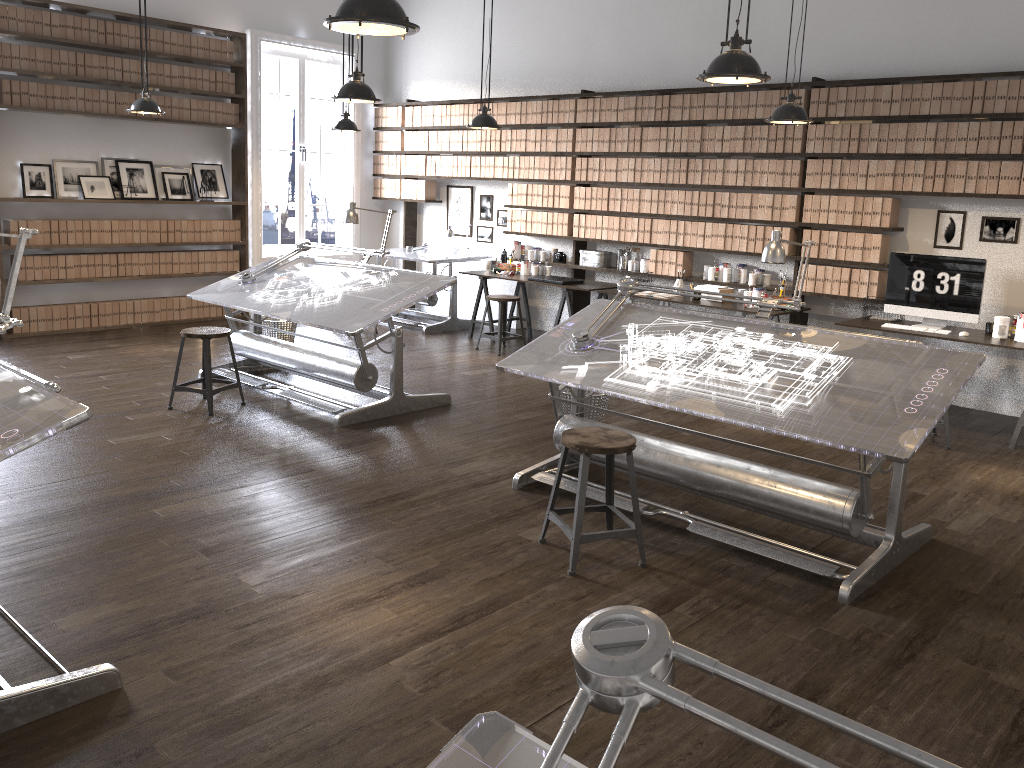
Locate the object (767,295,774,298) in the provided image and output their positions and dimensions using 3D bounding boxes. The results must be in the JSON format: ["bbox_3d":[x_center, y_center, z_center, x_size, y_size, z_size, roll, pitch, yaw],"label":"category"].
[{"bbox_3d":[2.104,-0.679,7.205,0.059,0.088,0.060,-7,14,-42],"label":"object"}]

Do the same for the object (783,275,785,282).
[{"bbox_3d":[2.167,-0.786,7.083,0.021,0.178,0.006,-3,11,-28],"label":"object"}]

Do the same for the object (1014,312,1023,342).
[{"bbox_3d":[3.407,-0.367,5.841,0.144,0.194,0.146,5,11,14],"label":"object"}]

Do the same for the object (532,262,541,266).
[{"bbox_3d":[0.247,-1.173,8.994,0.094,0.127,0.095,-8,15,-43],"label":"object"}]

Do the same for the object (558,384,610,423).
[{"bbox_3d":[0.411,0.209,5.266,0.353,0.374,0.356,-3,12,-26],"label":"object"}]

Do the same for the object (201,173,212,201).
[{"bbox_3d":[-3.197,-2.059,9.261,0.040,0.301,0.119,11,13,41],"label":"object"}]

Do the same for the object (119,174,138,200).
[{"bbox_3d":[-3.746,-1.923,8.646,0.040,0.258,0.175,11,14,41],"label":"object"}]

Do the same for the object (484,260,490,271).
[{"bbox_3d":[-0.251,-1.227,9.181,0.068,0.103,0.069,-7,14,-42],"label":"object"}]

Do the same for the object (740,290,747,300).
[{"bbox_3d":[1.937,-0.735,7.398,0.063,0.092,0.063,1,11,-7],"label":"object"}]

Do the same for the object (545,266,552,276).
[{"bbox_3d":[0.366,-1.131,8.886,0.062,0.093,0.062,3,11,1],"label":"object"}]

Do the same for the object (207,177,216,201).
[{"bbox_3d":[-3.172,-2.052,9.334,0.040,0.259,0.111,11,13,41],"label":"object"}]

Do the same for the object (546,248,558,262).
[{"bbox_3d":[0.412,-1.300,9.052,0.107,0.160,0.238,4,12,8],"label":"object"}]

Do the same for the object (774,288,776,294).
[{"bbox_3d":[2.121,-0.706,7.180,0.033,0.146,0.005,11,13,41],"label":"object"}]

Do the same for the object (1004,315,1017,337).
[{"bbox_3d":[3.393,-0.390,6.036,0.096,0.142,0.097,-4,12,-30],"label":"object"}]

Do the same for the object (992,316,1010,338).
[{"bbox_3d":[3.302,-0.382,5.978,0.094,0.143,0.095,-2,11,-21],"label":"object"}]

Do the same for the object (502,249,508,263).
[{"bbox_3d":[-0.082,-1.297,9.247,0.069,0.227,0.068,10,13,39],"label":"object"}]

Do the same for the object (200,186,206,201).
[{"bbox_3d":[-3.215,-1.977,9.205,0.040,0.164,0.066,11,13,41],"label":"object"}]

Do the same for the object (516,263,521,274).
[{"bbox_3d":[0.064,-1.166,8.965,0.050,0.111,0.049,10,13,38],"label":"object"}]

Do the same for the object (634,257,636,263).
[{"bbox_3d":[1.162,-1.128,8.319,0.041,0.124,0.008,8,11,31],"label":"object"}]

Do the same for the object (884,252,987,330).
[{"bbox_3d":[3.017,-0.661,6.323,0.646,0.513,0.205,13,14,41],"label":"object"}]

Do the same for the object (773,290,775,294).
[{"bbox_3d":[2.111,-0.708,7.182,0.040,0.129,0.005,11,13,40],"label":"object"}]

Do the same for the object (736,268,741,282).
[{"bbox_3d":[1.958,-0.938,7.668,0.045,0.126,0.044,-3,12,-29],"label":"object"}]

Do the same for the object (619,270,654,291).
[{"bbox_3d":[1.128,-0.935,8.015,0.205,0.159,0.285,13,16,41],"label":"object"}]

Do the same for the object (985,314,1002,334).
[{"bbox_3d":[3.343,-0.416,6.151,0.097,0.141,0.092,7,11,21],"label":"object"}]

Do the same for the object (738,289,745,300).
[{"bbox_3d":[1.936,-0.750,7.464,0.062,0.093,0.062,1,11,-7],"label":"object"}]

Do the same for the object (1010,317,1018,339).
[{"bbox_3d":[3.392,-0.372,5.948,0.068,0.153,0.069,6,11,18],"label":"object"}]

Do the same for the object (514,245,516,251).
[{"bbox_3d":[0.012,-1.323,9.056,0.056,0.191,0.006,11,13,41],"label":"object"}]

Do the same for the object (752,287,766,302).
[{"bbox_3d":[2.020,-0.717,7.244,0.104,0.140,0.105,-7,14,-39],"label":"object"}]

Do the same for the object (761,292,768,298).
[{"bbox_3d":[2.042,-0.686,7.174,0.049,0.111,0.050,-7,14,-43],"label":"object"}]

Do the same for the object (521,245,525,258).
[{"bbox_3d":[0.114,-1.398,9.339,0.050,0.138,0.051,11,13,39],"label":"object"}]

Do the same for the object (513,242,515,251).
[{"bbox_3d":[0.012,-1.339,9.066,0.021,0.226,0.007,-5,12,-36],"label":"object"}]

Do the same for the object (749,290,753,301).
[{"bbox_3d":[1.990,-0.728,7.375,0.045,0.100,0.044,12,14,42],"label":"object"}]

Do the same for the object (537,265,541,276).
[{"bbox_3d":[0.271,-1.145,8.932,0.045,0.100,0.044,11,14,41],"label":"object"}]

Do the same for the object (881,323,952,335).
[{"bbox_3d":[2.824,-0.385,6.191,0.441,0.017,0.119,12,16,37],"label":"object"}]

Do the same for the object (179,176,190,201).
[{"bbox_3d":[-3.363,-2.002,9.075,0.040,0.258,0.124,11,13,41],"label":"object"}]

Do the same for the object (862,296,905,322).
[{"bbox_3d":[2.788,-0.560,6.635,0.285,0.159,0.205,10,14,34],"label":"object"}]

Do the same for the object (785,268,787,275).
[{"bbox_3d":[2.185,-0.812,7.097,0.020,0.226,0.007,0,10,-16],"label":"object"}]

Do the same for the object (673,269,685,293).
[{"bbox_3d":[1.485,-0.909,7.855,0.101,0.207,0.102,2,10,-3],"label":"object"}]

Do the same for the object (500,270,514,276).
[{"bbox_3d":[-0.052,-1.118,8.873,0.132,0.050,0.199,-2,13,-18],"label":"object"}]

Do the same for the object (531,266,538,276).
[{"bbox_3d":[0.229,-1.137,8.887,0.062,0.093,0.062,1,11,-7],"label":"object"}]

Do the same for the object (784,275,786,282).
[{"bbox_3d":[2.172,-0.790,7.088,0.008,0.184,0.072,1,10,-5],"label":"object"}]

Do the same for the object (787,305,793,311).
[{"bbox_3d":[2.187,-0.597,6.958,0.049,0.037,0.049,-9,16,-43],"label":"object"}]

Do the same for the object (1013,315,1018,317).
[{"bbox_3d":[3.486,-0.397,6.079,0.095,0.143,0.095,-4,12,-30],"label":"object"}]

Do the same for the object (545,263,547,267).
[{"bbox_3d":[0.333,-1.166,8.943,0.036,0.117,0.005,10,12,36],"label":"object"}]

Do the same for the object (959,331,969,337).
[{"bbox_3d":[3.062,-0.339,5.994,0.059,0.028,0.107,12,16,38],"label":"object"}]

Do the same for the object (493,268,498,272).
[{"bbox_3d":[-0.173,-1.170,9.096,0.049,0.037,0.049,12,15,38],"label":"object"}]

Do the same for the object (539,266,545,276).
[{"bbox_3d":[0.299,-1.133,8.882,0.062,0.092,0.064,3,11,1],"label":"object"}]

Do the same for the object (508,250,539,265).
[{"bbox_3d":[0.124,-1.303,9.124,0.345,0.145,0.077,-3,12,-25],"label":"object"}]

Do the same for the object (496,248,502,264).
[{"bbox_3d":[-0.140,-1.290,9.185,0.069,0.235,0.068,10,13,39],"label":"object"}]

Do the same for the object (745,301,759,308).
[{"bbox_3d":[1.952,-0.632,7.058,0.197,0.050,0.133,5,13,13],"label":"object"}]

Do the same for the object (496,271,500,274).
[{"bbox_3d":[-0.139,-1.125,8.941,0.011,0.017,0.173,-1,13,-16],"label":"object"}]

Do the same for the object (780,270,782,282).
[{"bbox_3d":[2.161,-0.805,7.100,0.007,0.212,0.055,-6,13,-40],"label":"object"}]

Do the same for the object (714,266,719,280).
[{"bbox_3d":[1.789,-0.970,7.782,0.045,0.126,0.044,11,14,42],"label":"object"}]

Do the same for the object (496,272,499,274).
[{"bbox_3d":[-0.145,-1.121,8.953,0.005,0.005,0.159,0,13,-13],"label":"object"}]

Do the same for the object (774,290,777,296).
[{"bbox_3d":[2.127,-0.706,7.198,0.041,0.123,0.005,10,13,38],"label":"object"}]

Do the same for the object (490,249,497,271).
[{"bbox_3d":[-0.188,-1.277,9.134,0.069,0.227,0.068,10,13,39],"label":"object"}]

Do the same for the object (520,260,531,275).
[{"bbox_3d":[0.140,-1.173,8.947,0.105,0.140,0.104,10,13,34],"label":"object"}]

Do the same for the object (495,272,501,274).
[{"bbox_3d":[-0.139,-1.121,8.934,0.006,0.006,0.158,7,13,21],"label":"object"}]

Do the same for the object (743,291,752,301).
[{"bbox_3d":[1.948,-0.720,7.330,0.062,0.093,0.062,3,11,2],"label":"object"}]
